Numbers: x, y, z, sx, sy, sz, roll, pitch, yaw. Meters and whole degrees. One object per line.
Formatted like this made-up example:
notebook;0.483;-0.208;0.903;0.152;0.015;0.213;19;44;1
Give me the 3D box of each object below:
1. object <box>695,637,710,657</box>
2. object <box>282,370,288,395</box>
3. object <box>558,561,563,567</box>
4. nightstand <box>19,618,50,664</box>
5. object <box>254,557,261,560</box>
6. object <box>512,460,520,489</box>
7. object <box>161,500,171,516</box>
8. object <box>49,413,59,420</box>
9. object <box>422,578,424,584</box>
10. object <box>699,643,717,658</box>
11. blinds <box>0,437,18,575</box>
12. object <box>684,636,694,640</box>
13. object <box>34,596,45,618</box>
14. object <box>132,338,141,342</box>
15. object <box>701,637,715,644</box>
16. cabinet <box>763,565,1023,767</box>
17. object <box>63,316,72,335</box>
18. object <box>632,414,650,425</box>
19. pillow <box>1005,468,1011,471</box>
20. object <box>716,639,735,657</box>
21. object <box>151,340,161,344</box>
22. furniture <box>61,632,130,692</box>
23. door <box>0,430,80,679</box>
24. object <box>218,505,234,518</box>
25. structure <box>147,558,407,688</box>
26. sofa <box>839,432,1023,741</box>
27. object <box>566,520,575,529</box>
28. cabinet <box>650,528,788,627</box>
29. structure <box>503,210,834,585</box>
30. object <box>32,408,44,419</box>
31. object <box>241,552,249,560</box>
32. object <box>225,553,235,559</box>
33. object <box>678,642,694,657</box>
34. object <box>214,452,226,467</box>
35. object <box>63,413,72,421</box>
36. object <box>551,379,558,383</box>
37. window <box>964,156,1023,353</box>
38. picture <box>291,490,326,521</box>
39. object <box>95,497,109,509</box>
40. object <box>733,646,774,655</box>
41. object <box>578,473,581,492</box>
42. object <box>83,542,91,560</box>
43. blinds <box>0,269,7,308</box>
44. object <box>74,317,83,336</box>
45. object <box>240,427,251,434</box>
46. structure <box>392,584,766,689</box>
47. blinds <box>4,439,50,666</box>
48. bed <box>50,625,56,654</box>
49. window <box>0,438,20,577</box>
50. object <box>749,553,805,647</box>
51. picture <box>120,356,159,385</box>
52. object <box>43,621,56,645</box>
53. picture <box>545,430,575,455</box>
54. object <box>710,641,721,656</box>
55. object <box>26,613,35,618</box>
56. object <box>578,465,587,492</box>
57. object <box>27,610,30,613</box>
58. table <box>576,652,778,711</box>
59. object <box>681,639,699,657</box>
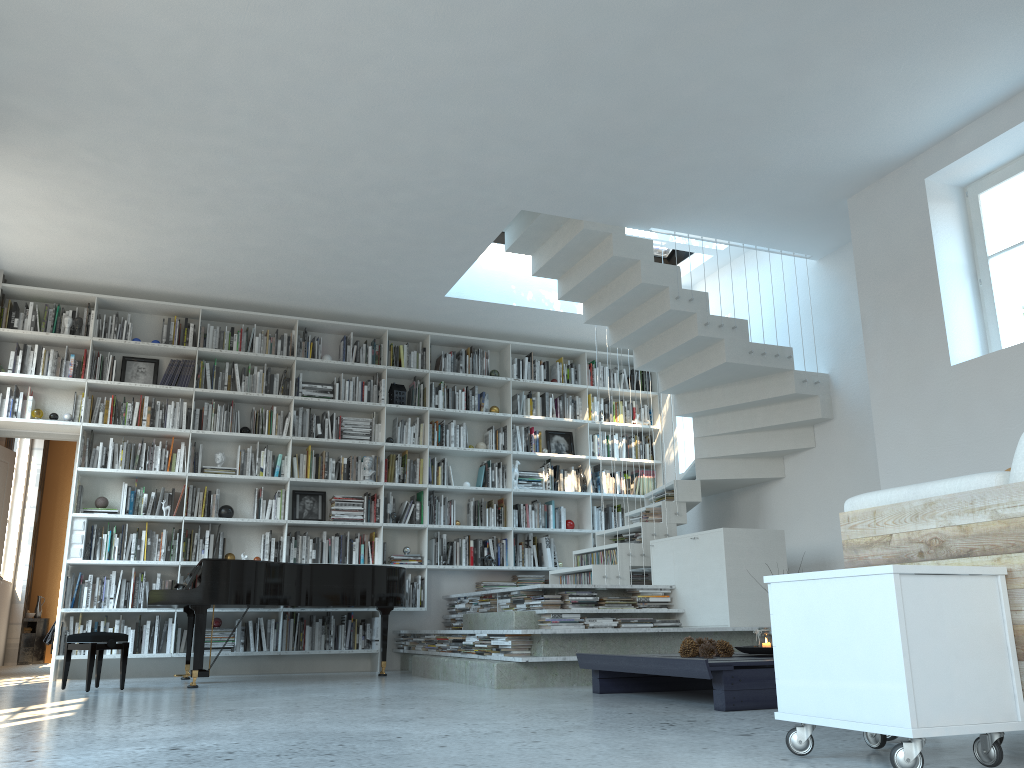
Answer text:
object;0.982;1.365;4.593;0.094;0.108;0.108;-11;-18;34
object;-2.042;-0.001;7.998;0.075;0.254;0.075;13;-20;-41
object;0.464;1.778;8.709;0.071;0.072;0.072;-8;-17;26
nightstand;-5.860;3.039;10.482;0.650;0.516;0.432;5;-16;-19
object;-2.192;1.516;7.628;0.061;0.062;0.061;-8;-17;26
object;0.034;0.884;8.593;0.087;0.287;0.075;-4;-15;13
object;-2.873;1.032;7.356;0.082;0.139;0.044;11;-19;-37
object;-3.792;0.274;7.339;0.071;0.072;0.071;14;-21;-42
object;-0.817;1.903;8.060;0.011;0.259;0.142;5;-16;-21
object;0.966;1.315;4.368;0.081;0.083;0.099;4;-16;-16
blinds;-4.773;1.007;8.214;0.140;3.221;0.778;5;-16;-21
object;0.933;1.374;4.653;0.090;0.105;0.098;0;-15;-1
object;-5.693;2.683;10.671;0.091;0.267;0.091;-7;-16;23
object;-3.266;-0.358;7.707;0.083;0.083;0.082;14;-21;-42
object;1.042;1.391;4.692;0.099;0.102;0.097;-12;-19;37
cabinet;1.004;0.751;2.373;0.380;0.485;0.504;5;-16;-21
object;-3.724;-0.476;7.425;0.067;0.197;0.068;-6;-16;20
object;1.348;0.381;9.309;0.203;0.136;0.095;1;-15;-6
pillow;1.442;0.424;2.630;0.200;0.338;0.464;7;-17;-27
object;1.088;1.353;4.525;0.083;0.099;0.092;4;-16;-16
object;-3.120;-0.344;7.764;0.083;0.083;0.082;14;-21;-42
furniture;-2.641;1.752;5.618;0.468;0.352;0.240;-14;-20;41
door;-4.170;1.454;7.500;0.834;1.974;0.788;5;-16;-21
object;-2.469;1.112;7.657;0.134;0.135;0.134;-8;-17;26
structure;-1.684;1.766;6.580;1.919;0.830;1.338;5;-16;-21
sofa;2.215;0.683;2.871;2.195;0.851;0.873;5;-16;-21
object;0.566;1.408;8.824;0.115;0.116;0.115;14;-21;-42
cabinet;1.511;1.465;6.604;0.551;0.665;0.995;5;-16;-21
structure;0.960;0.280;7.308;2.614;3.371;1.959;5;-16;-21
object;-3.882;0.244;7.256;0.087;0.087;0.087;-8;-17;26
object;-2.281;1.486;7.573;0.060;0.094;0.078;1;-15;-5
object;-2.416;1.493;7.589;0.091;0.091;0.091;14;-21;-42
object;0.884;1.355;4.501;0.082;0.084;0.083;1;-15;-7
object;-2.559;0.663;7.764;0.095;0.156;0.121;1;-15;-8
object;-3.686;0.278;7.359;0.071;0.072;0.071;14;-21;-42
object;0.433;-0.018;9.078;0.071;0.072;0.072;-8;-17;26
window;3.094;-0.811;5.032;0.072;1.222;1.120;5;-16;-21
picture;-1.833;1.111;8.001;0.300;0.299;0.078;5;-16;-21
object;-3.384;0.982;7.313;0.105;0.106;0.105;14;-21;-42
object;1.360;1.371;4.572;0.429;0.038;0.431;-6;-16;18
object;0.657;1.023;8.990;0.022;0.211;0.179;5;-16;-21
object;-3.393;1.338;7.081;0.045;0.146;0.045;-5;-15;16
blinds;-4.336;0.712;7.157;0.140;3.221;0.778;5;-16;-21
object;-3.649;-0.469;7.454;0.067;0.197;0.068;-6;-16;20
object;-2.367;0.426;7.862;0.097;0.098;0.097;-8;-17;26
structure;0.711;1.998;7.171;2.900;0.657;3.121;5;-16;-21
blinds;-5.810;1.708;10.719;0.140;3.221;0.778;5;-16;-21
bed;-4.240;2.635;10.287;1.771;1.176;2.180;5;-16;-21
window;-5.433;1.046;9.436;0.073;2.003;1.988;5;-16;-21
object;1.398;1.117;4.560;0.309;0.520;0.437;-3;-15;8
picture;-3.249;-0.090;7.735;0.300;0.299;0.078;5;-16;-21
object;-4.459;2.705;10.121;1.482;0.539;1.454;6;-16;-22
picture;0.496;0.627;9.097;0.300;0.299;0.078;5;-16;-21
object;1.065;1.382;4.628;0.106;0.086;0.091;1;-15;-8
object;-5.726;2.751;10.528;0.118;0.061;0.118;3;-16;-14
object;0.707;0.953;8.874;0.087;0.287;0.075;-4;-15;13
object;-5.827;2.754;10.614;0.106;0.103;0.106;3;-16;-14
table;1.176;1.488;4.533;1.270;0.217;1.261;5;-16;-21
object;0.912;1.366;4.571;0.110;0.101;0.114;11;-19;-38
